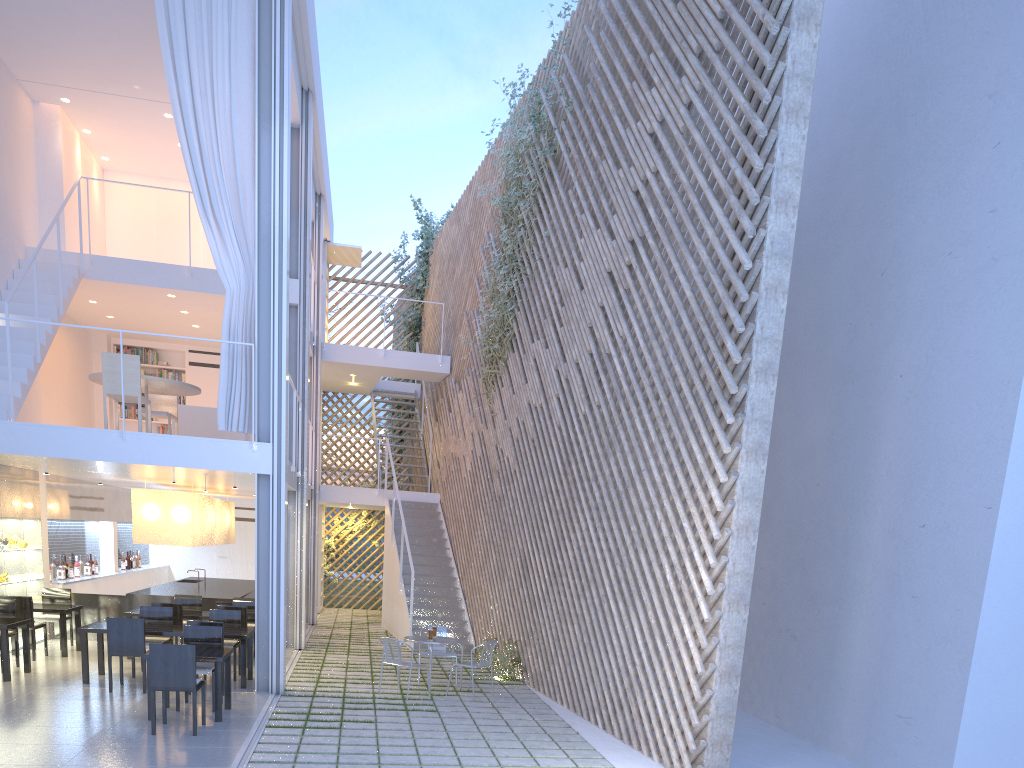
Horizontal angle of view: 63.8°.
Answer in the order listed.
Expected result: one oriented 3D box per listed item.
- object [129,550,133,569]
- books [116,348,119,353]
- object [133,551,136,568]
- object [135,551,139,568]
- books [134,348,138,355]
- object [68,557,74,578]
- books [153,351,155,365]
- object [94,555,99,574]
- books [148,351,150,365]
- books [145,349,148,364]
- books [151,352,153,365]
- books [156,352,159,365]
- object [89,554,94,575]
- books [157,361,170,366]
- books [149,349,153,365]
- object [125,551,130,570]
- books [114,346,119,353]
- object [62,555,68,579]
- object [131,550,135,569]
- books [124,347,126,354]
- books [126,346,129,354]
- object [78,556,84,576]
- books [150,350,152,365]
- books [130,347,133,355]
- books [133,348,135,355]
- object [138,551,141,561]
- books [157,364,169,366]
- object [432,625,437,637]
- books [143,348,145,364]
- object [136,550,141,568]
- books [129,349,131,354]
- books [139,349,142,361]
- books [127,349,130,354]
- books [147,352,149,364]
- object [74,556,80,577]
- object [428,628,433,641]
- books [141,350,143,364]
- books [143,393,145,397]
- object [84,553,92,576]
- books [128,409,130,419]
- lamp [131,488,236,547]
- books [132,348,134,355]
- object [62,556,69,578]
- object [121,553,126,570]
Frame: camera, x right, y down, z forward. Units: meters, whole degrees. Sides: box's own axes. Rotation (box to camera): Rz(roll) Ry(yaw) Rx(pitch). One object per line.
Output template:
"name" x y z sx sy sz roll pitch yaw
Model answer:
"object" -3.977 1.827 8.564 0.046 0.209 0.043 2 10 -10
"books" -3.686 -0.264 7.694 0.006 0.126 0.092 2 3 -10
"object" -4.009 1.863 8.718 0.044 0.192 0.044 11 12 36
"object" -4.003 1.874 8.775 0.046 0.192 0.043 2 10 -10
"books" -3.528 -0.257 7.727 0.025 0.149 0.080 2 6 -10
"object" -3.441 1.248 5.634 0.058 0.294 2.419 2 -10 -9
"books" -3.363 -0.233 7.754 0.015 0.132 0.092 2 4 -10
"object" -3.766 1.636 7.442 0.041 0.187 0.040 -5 13 -39
"books" -3.407 -0.238 7.746 0.005 0.132 0.092 2 4 -10
"books" -3.434 -0.246 7.742 0.010 0.145 0.086 2 5 -10
"books" -3.379 -0.232 7.753 0.015 0.127 0.090 2 4 -10
"books" -3.348 -0.230 7.769 0.006 0.132 0.069 2 6 -10
"object" -3.769 1.615 7.370 0.044 0.199 0.043 0 10 -19
"books" -3.296 -0.193 7.782 0.095 0.021 0.063 5 -9 -5
"books" -3.399 -0.245 7.748 0.009 0.149 0.086 2 5 -10
"object" -3.935 1.808 8.424 0.044 0.199 0.043 0 10 -19
"books" -3.696 -0.274 7.693 0.015 0.146 0.085 2 5 -10
"object" -3.440 1.256 5.664 0.106 0.289 2.065 2 -10 -8
"object" -3.996 1.842 8.647 0.046 0.209 0.044 2 10 -9
"books" -3.613 -0.267 7.709 0.011 0.149 0.083 2 6 -10
"books" -3.601 -0.269 7.713 0.011 0.157 0.079 2 7 -10
"object" -3.713 1.568 7.087 0.044 0.192 0.044 11 12 36
"books" -3.390 -0.239 7.748 0.008 0.138 0.092 2 4 -10
"books" -3.554 -0.260 7.722 0.025 0.149 0.080 2 6 -10
"books" -3.537 -0.258 7.725 0.025 0.149 0.080 2 6 -10
"object" -4.033 1.894 8.894 0.044 0.191 0.041 4 10 2
"books" -3.300 -0.170 7.790 0.095 0.021 0.063 6 -9 -10
"object" -0.496 1.584 5.269 0.031 0.079 0.031 9 10 34
"books" -3.454 -0.254 7.738 0.015 0.157 0.084 2 6 -10
"object" -4.022 1.875 8.832 0.046 0.209 0.044 9 12 31
"books" -3.569 -0.255 7.715 0.007 0.132 0.093 2 4 -10
"books" -3.490 -0.253 7.737 0.027 0.147 0.076 2 6 -10
"books" -3.584 -0.253 7.714 0.021 0.126 0.089 2 4 -10
"books" -3.420 -0.235 7.749 0.018 0.124 0.082 2 4 -10
"object" -3.684 1.546 6.967 0.044 0.191 0.041 2 10 -9
"object" -0.502 1.546 5.077 0.031 0.079 0.031 9 10 34
"books" -3.470 -0.243 7.737 0.015 0.129 0.086 2 4 -10
"books" -3.488 0.113 7.813 0.006 0.132 0.069 2 6 -10
"object" -3.720 1.584 7.211 0.046 0.209 0.044 2 10 -9
"books" -3.636 0.291 7.828 0.021 0.101 0.060 2 5 -10
"lamp" -2.903 1.232 7.451 0.450 0.423 2.295 4 -10 -10
"books" -3.546 -0.259 7.724 0.025 0.149 0.080 2 6 -10
"object" -3.477 1.261 5.702 0.067 0.289 2.135 2 -10 -10
"object" -3.932 1.794 8.319 0.041 0.187 0.040 -5 13 -39
